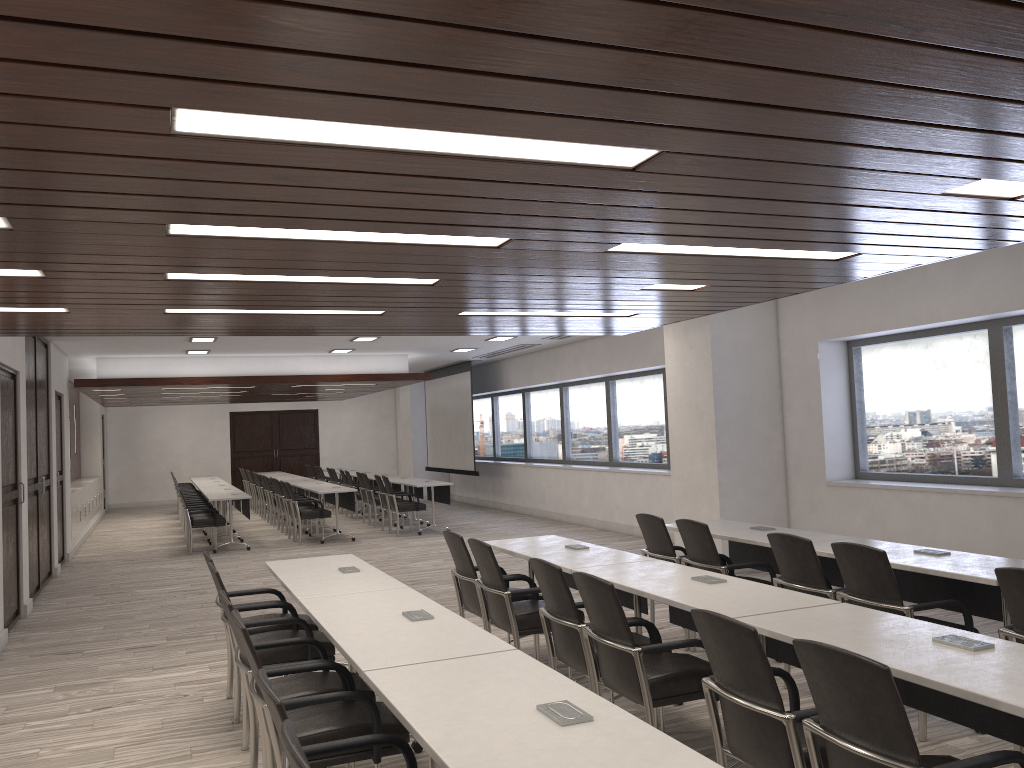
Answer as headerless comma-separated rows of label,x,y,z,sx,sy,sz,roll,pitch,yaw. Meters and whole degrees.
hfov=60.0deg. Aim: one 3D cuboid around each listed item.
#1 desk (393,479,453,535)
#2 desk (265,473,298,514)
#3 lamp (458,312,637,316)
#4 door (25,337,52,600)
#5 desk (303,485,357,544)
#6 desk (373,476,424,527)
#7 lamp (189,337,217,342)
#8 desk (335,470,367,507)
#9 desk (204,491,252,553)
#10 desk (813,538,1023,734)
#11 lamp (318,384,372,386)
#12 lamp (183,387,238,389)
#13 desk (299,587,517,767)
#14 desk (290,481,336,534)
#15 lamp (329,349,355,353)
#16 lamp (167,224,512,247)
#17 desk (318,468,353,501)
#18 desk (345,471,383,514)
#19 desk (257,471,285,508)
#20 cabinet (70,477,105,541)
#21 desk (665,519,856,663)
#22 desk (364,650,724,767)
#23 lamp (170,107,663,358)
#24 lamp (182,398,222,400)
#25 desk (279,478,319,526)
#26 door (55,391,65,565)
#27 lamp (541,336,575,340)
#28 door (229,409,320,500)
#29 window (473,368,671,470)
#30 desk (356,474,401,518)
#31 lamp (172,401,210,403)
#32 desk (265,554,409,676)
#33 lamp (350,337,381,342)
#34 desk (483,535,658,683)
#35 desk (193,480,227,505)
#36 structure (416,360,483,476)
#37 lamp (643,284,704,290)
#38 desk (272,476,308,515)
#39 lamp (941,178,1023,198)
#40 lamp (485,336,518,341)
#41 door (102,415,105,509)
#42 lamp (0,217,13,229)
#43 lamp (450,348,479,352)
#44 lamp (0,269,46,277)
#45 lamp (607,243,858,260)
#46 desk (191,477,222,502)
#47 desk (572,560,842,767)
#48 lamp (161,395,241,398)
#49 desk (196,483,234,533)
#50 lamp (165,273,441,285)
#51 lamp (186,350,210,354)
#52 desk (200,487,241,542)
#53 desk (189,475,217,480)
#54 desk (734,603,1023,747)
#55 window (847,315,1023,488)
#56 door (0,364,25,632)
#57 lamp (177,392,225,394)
desk,-1.441,1.974,14.338,0.577,0.795,1.509,-1,-3,-22
desk,-5.078,2.384,19.424,0.577,0.795,1.509,-1,-3,-22
lamp,0.295,-0.571,6.928,1.496,0.045,0.236,-1,-3,-22
door,-5.336,0.856,9.901,0.200,2.889,2.327,-1,-3,-22
desk,-2.831,2.007,13.782,0.577,0.795,1.509,-1,-3,-22
desk,-2.004,2.069,15.750,0.577,0.795,1.509,-1,-3,-22
lamp,-4.036,-0.631,11.587,0.324,0.120,0.519,-1,-3,-22
desk,-3.688,2.351,19.980,0.577,0.795,1.509,-1,-3,-22
desk,-4.241,2.040,13.218,0.577,0.795,1.509,-1,-3,-22
desk,2.289,1.349,4.970,0.577,0.795,1.509,-1,-3,-22
lamp,-3.080,-0.006,15.400,1.496,0.045,0.236,-1,-3,-22
lamp,-4.993,0.039,14.635,1.496,0.045,0.236,-1,-3,-22
desk,-0.511,1.415,3.851,0.577,0.795,1.509,-1,-3,-22
desk,-3.393,2.101,15.194,0.577,0.795,1.509,-1,-3,-22
lamp,-2.683,-0.572,13.967,0.324,0.120,0.519,-1,-3,-22
lamp,-0.725,-0.676,3.919,1.496,0.045,0.236,-1,-3,-22
desk,-4.251,2.445,21.392,0.577,0.795,1.509,-1,-3,-22
desk,-3.125,2.256,18.565,0.577,0.795,1.509,-1,-3,-22
desk,-5.640,2.478,20.836,0.577,0.795,1.509,-1,-3,-22
cabinet,-8.057,2.217,16.509,0.476,0.698,7.540,-1,-3,-22
desk,1.727,1.443,6.382,0.577,0.795,1.509,-1,-3,-22
desk,0.053,1.320,2.436,0.577,0.795,1.509,-1,-3,-22
lamp,-0.126,-0.682,9.449,1.469,0.552,14.296,-3,-3,1
lamp,-6.455,0.285,18.307,1.496,0.045,0.236,-1,-3,-22
desk,-3.952,2.195,16.597,0.577,0.795,1.509,-1,-3,-22
door,-6.112,1.271,11.865,0.200,2.323,1.163,-1,-3,-22
lamp,1.725,-0.850,7.689,1.499,0.552,12.001,-2,-3,-5
door,-6.354,1.874,23.850,2.329,2.323,0.200,-1,-3,-22
window,0.946,0.700,15.658,0.118,1.419,10.453,-1,-3,-22
desk,-2.562,2.162,17.153,0.577,0.795,1.509,-1,-3,-22
lamp,-6.942,0.366,19.531,1.496,0.045,0.236,-1,-3,-22
desk,-1.073,1.509,5.263,0.577,0.795,1.509,-1,-3,-22
lamp,-2.051,-0.678,12.380,0.324,0.120,0.519,-1,-3,-22
desk,0.337,1.476,5.827,0.577,0.795,1.509,-1,-3,-22
desk,-5.925,2.322,17.446,0.577,0.795,1.509,-1,-3,-22
structure,-1.343,0.694,18.527,0.438,2.329,3.550,-1,-3,-22
lamp,1.063,-0.660,5.816,0.421,0.046,0.236,-1,-3,-22
desk,-4.515,2.289,18.009,0.577,0.795,1.509,-1,-3,-22
lamp,1.957,-0.810,3.572,0.421,0.046,0.236,-1,-3,-22
lamp,-0.165,-0.722,13.134,0.324,0.120,0.519,-1,-3,-22
door,-9.835,1.895,21.214,0.200,2.323,1.163,-1,-3,-22
lamp,-2.160,-0.642,3.345,0.464,0.045,0.236,-1,-3,-22
lamp,-0.797,-0.617,14.721,0.324,0.120,0.519,-1,-3,-22
lamp,-2.566,-0.574,4.365,0.464,0.045,0.236,-1,-3,-22
lamp,1.188,-0.721,4.684,1.496,0.045,0.236,-1,-3,-22
desk,-6.488,2.417,18.860,0.577,0.795,1.509,-1,-3,-22
desk,0.900,1.382,4.415,0.577,0.795,1.509,-1,-3,-22
lamp,-6.049,0.216,17.287,1.496,0.045,0.236,-1,-3,-22
desk,-5.362,2.228,16.034,0.577,0.795,1.509,-1,-3,-22
lamp,-1.131,-0.608,4.939,1.496,0.045,0.236,-1,-3,-22
lamp,-4.668,-0.525,13.173,0.324,0.120,0.519,-1,-3,-22
desk,-4.804,2.134,14.630,0.577,0.795,1.509,-1,-3,-22
desk,-7.051,2.511,20.272,0.577,0.795,1.509,-1,-3,-22
desk,1.463,1.287,3.000,0.577,0.795,1.509,-1,-3,-22
window,4.829,0.049,5.910,0.118,1.419,6.968,-1,-3,-22
door,-4.535,1.006,7.905,0.200,2.323,1.163,-1,-3,-22
lamp,-5.561,0.135,16.063,1.496,0.045,0.236,-1,-3,-22
